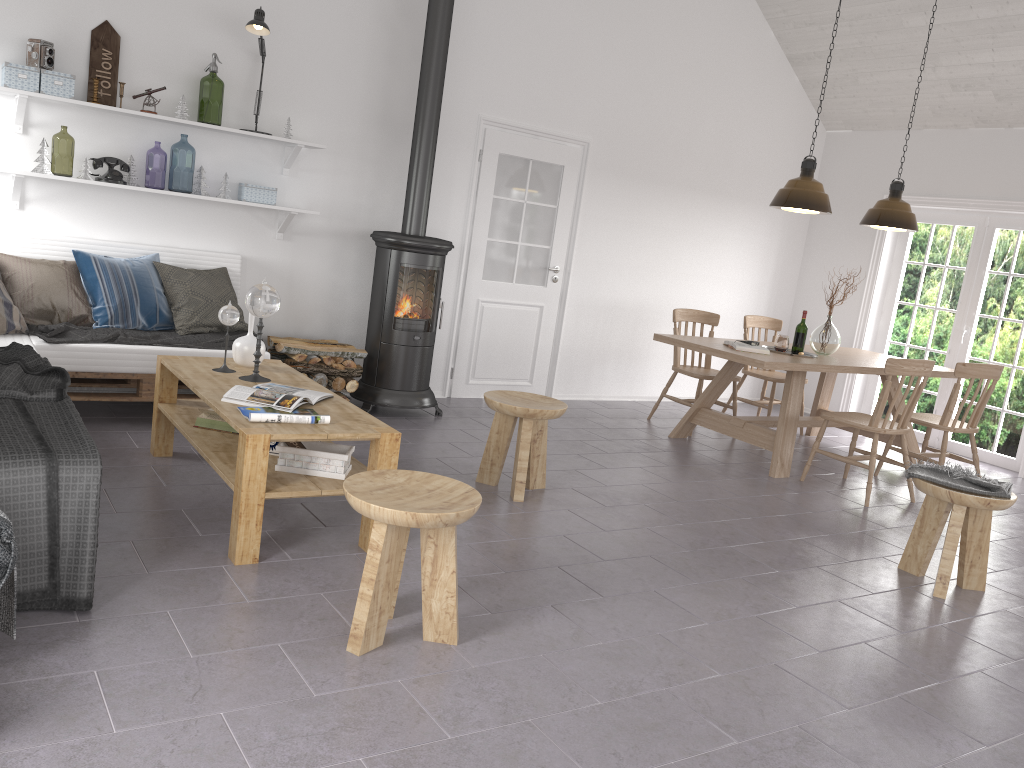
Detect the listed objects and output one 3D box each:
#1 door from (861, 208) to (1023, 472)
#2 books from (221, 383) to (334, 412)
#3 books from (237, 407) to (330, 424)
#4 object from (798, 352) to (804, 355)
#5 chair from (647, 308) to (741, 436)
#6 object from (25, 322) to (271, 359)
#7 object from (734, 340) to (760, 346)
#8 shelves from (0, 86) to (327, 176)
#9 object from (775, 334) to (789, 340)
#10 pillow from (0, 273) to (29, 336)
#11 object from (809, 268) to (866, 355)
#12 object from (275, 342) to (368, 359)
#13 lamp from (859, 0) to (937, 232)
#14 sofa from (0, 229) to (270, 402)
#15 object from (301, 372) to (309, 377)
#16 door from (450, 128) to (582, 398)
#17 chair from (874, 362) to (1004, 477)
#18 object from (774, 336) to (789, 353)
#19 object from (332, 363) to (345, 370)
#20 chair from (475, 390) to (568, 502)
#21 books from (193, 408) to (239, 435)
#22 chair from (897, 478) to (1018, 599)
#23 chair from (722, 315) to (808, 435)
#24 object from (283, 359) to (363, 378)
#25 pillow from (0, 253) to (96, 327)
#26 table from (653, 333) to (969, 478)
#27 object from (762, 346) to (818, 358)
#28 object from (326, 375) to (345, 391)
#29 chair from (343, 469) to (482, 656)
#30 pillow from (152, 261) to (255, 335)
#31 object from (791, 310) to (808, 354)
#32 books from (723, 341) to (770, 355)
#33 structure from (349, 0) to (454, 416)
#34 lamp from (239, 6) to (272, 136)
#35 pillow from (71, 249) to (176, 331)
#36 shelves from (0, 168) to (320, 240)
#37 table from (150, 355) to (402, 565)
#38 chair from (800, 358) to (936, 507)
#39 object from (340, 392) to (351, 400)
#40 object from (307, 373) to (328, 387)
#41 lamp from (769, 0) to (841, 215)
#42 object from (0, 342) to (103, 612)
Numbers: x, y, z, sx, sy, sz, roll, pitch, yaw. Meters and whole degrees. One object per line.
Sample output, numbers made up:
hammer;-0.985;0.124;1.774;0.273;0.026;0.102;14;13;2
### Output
door;3.766;-0.419;7.435;0.115;2.024;1.571;2;12;-34
books;-0.964;0.040;3.695;0.300;0.049;0.422;10;10;10
books;-0.878;0.109;3.406;0.300;0.043;0.229;2;11;-30
object;1.982;-0.206;6.079;0.024;0.024;0.046;15;12;35
chair;1.468;-0.097;6.851;0.506;0.902;0.519;3;11;-29
object;-2.044;-0.085;5.016;1.449;0.508;0.716;-1;14;-44
object;1.579;-0.278;5.941;0.135;0.030;0.141;16;13;40
shelves;-1.997;-1.433;5.151;1.820;0.212;0.269;2;12;-34
object;1.905;-0.291;6.261;0.095;0.106;0.095;7;10;-6
pillow;-2.721;-0.430;4.443;0.358;0.392;0.516;13;11;24
object;2.321;-0.530;6.330;0.291;0.666;0.313;11;10;18
object;-1.187;-0.209;5.540;0.571;0.079;0.115;2;12;-33
lamp;2.896;-2.009;6.383;0.410;1.796;0.410;8;10;1
sofa;-1.878;-0.091;4.008;2.017;0.932;2.855;2;12;-34
object;-1.431;-0.073;5.642;0.103;0.107;0.516;1;12;-35
door;0.030;-0.860;6.823;0.902;2.013;0.101;2;12;-34
chair;2.898;0.258;5.981;0.506;0.902;0.519;3;11;-29
object;1.854;-0.270;6.098;0.095;0.106;0.095;7;10;-6
object;-1.196;-0.167;5.690;0.059;0.048;0.529;2;12;-34
chair;0.037;0.313;4.549;0.431;0.479;0.431;1;12;-37
books;-1.221;0.140;4.093;0.301;0.079;0.445;9;10;6
chair;1.994;0.685;4.022;0.431;0.479;0.431;5;10;-18
chair;2.126;-0.079;7.293;0.506;0.902;0.519;2;12;-34
object;-1.178;-0.097;5.541;0.480;0.104;0.126;2;12;-32
pillow;-2.511;-0.483;4.786;0.521;0.381;0.366;1;12;-37
table;2.162;0.147;6.474;2.300;0.749;1.001;2;12;-34
object;1.923;-0.224;6.165;0.394;0.014;0.394;10;10;9
object;-1.240;-0.054;5.745;0.102;0.102;0.561;1;12;-35
chair;-0.340;0.562;2.795;0.431;0.479;0.431;1;12;-36
pillow;-1.816;-0.494;5.251;0.334;0.395;0.519;14;12;33
object;2.012;-0.361;6.171;0.081;0.303;0.081;12;10;22
books;1.571;-0.249;5.945;0.231;0.040;0.342;8;10;-3
structure;-0.505;-2.214;5.649;0.626;4.887;0.643;14;11;31
lamp;-1.493;-1.844;5.253;0.196;0.703;0.439;6;10;-14
pillow;-2.159;-0.522;4.996;0.311;0.428;0.526;15;12;34
shelves;-2.054;-1.033;5.221;1.820;0.212;0.269;2;12;-34
table;-1.099;0.261;3.889;0.607;0.485;1.457;2;12;-34
chair;2.241;0.240;5.540;0.506;0.902;0.519;2;12;-34
object;-1.342;0.093;5.743;0.456;0.118;0.478;2;12;-34
object;-1.323;-0.067;5.686;0.110;0.109;0.463;1;12;-36
lamp;2.114;-2.376;5.764;0.410;2.502;0.410;3;11;-29
object;-1.969;0.224;3.233;0.685;0.533;1.892;1;12;-35
